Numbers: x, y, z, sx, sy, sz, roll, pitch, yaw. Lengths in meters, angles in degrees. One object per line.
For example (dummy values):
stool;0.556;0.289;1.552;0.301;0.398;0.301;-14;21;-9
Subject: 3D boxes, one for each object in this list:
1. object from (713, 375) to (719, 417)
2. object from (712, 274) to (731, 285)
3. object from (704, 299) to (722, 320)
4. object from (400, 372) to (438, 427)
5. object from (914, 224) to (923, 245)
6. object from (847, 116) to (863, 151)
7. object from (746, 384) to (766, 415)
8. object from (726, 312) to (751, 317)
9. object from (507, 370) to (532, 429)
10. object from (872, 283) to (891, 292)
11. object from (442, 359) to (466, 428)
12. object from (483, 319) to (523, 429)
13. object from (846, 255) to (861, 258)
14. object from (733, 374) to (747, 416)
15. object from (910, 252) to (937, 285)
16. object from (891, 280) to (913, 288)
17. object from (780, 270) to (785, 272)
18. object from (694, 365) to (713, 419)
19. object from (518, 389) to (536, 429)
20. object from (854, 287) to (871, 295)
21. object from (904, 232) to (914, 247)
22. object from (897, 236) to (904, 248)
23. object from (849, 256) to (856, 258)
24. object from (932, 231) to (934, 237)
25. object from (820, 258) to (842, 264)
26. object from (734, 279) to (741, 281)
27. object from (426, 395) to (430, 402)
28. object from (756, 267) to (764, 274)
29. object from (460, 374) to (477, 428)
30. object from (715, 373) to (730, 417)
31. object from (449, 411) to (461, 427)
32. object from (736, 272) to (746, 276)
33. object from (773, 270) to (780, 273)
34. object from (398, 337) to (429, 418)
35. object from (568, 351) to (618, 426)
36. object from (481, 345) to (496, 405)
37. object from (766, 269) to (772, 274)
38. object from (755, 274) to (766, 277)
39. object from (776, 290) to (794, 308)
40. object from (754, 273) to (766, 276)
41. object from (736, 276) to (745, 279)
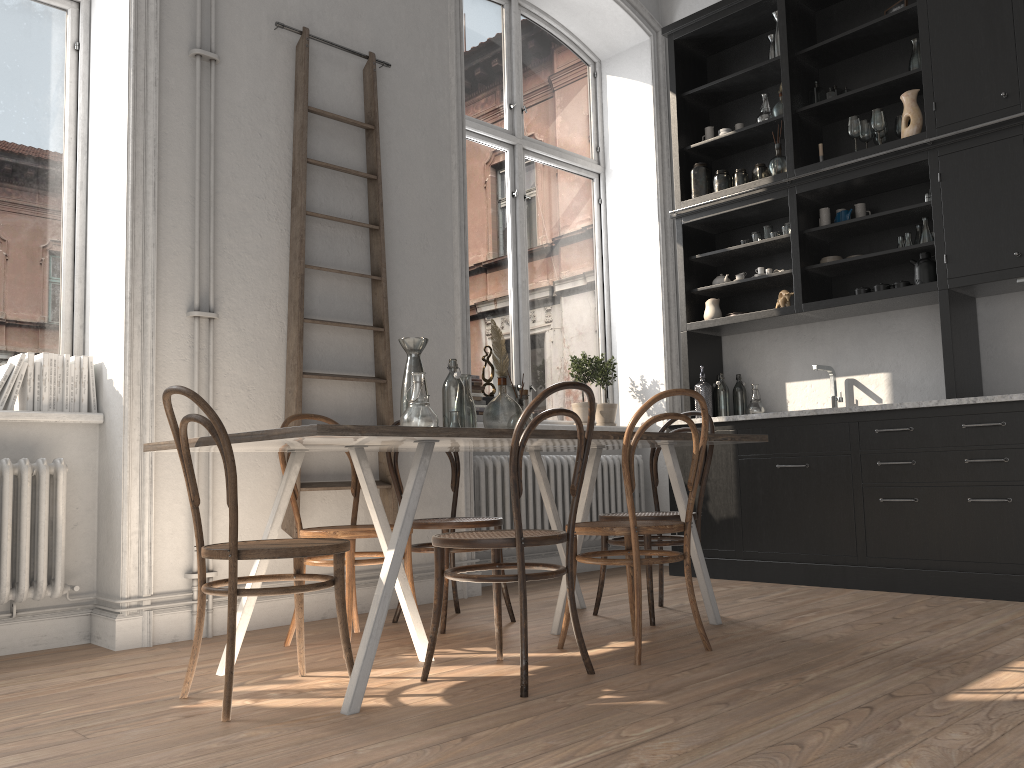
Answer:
object;1.355;0.093;5.772;0.086;0.301;0.086;2;-6;-30
object;1.363;-0.665;5.769;0.125;0.100;0.140;-4;-6;27
object;1.290;-0.466;5.694;0.115;0.144;0.127;-4;-6;24
object;-0.322;0.071;3.062;0.132;0.219;0.132;-5;-7;35
object;2.266;-0.806;4.927;0.083;0.158;0.083;2;-7;-33
object;1.941;-1.397;5.010;0.083;0.221;0.083;0;-6;-13
object;1.548;0.113;5.633;0.132;0.219;0.120;4;-8;-44
object;1.451;-0.422;5.626;0.180;0.037;0.180;-5;-7;31
object;0.032;0.082;3.571;0.107;0.283;0.107;-6;-7;41
object;2.039;-0.526;4.888;0.104;0.059;0.088;-4;-6;24
object;-0.220;0.056;3.343;0.086;0.301;0.086;-5;-6;31
object;-0.037;-0.015;3.406;0.157;0.445;0.157;1;-6;-26
object;2.017;-0.726;5.194;0.112;0.036;0.113;-1;-6;-2
object;1.474;0.087;5.741;0.086;0.301;0.086;-2;-5;1
object;2.227;-0.611;4.762;0.124;0.191;0.129;0;-6;-16
object;2.124;-0.535;4.831;0.104;0.059;0.088;3;-7;-35
object;1.660;-0.686;5.453;0.048;0.041;0.058;-4;-6;24
object;1.210;0.055;5.616;0.109;0.349;0.109;-4;-6;27
object;0.052;0.129;3.692;0.101;0.211;0.101;-1;-6;-5
object;1.966;-0.516;4.973;0.104;0.059;0.088;-5;-7;34
object;2.171;-0.779;4.852;0.058;0.094;0.058;-1;-6;-5
object;2.161;-0.772;4.924;0.058;0.094;0.058;-1;-6;-5
object;2.017;-0.719;5.194;0.124;0.036;0.124;-5;-7;33
object;2.333;-0.785;4.893;0.067;0.108;0.067;-5;-7;34
object;-0.519;0.098;3.586;5.828;1.841;0.792;3;-7;-39
object;1.452;-0.652;5.636;0.085;0.017;0.085;-7;-8;41
object;-0.317;0.120;3.239;0.083;0.158;0.083;-6;-7;41
object;1.549;-0.697;5.526;0.039;0.055;0.049;1;-6;-24
object;-0.188;0.092;3.471;0.100;0.254;0.098;-4;-6;22
object;1.341;0.081;5.650;0.086;0.301;0.086;-5;-6;31
object;-0.207;0.146;3.211;0.058;0.094;0.058;0;-6;-16
object;1.452;-0.686;5.637;0.055;0.047;0.058;2;-7;-29
object;1.636;-0.680;5.465;0.049;0.040;0.056;-3;-6;19
object;-0.369;0.021;3.359;0.116;0.382;0.116;2;-6;-33
object;0.560;0.036;6.121;0.234;0.523;0.500;-5;-7;35
object;-0.145;0.002;5.434;0.122;0.487;0.102;0;-6;-20
object;1.580;-0.680;5.462;0.049;0.054;0.039;0;-6;-19
object;1.554;-0.667;5.517;0.085;0.016;0.085;0;-6;-13
object;1.634;-0.503;5.317;0.069;0.123;0.173;0;-6;-12
object;1.552;-0.673;5.520;0.085;0.016;0.085;-1;-6;-4
object;1.452;-0.666;5.636;0.056;0.033;0.058;-4;-6;20
